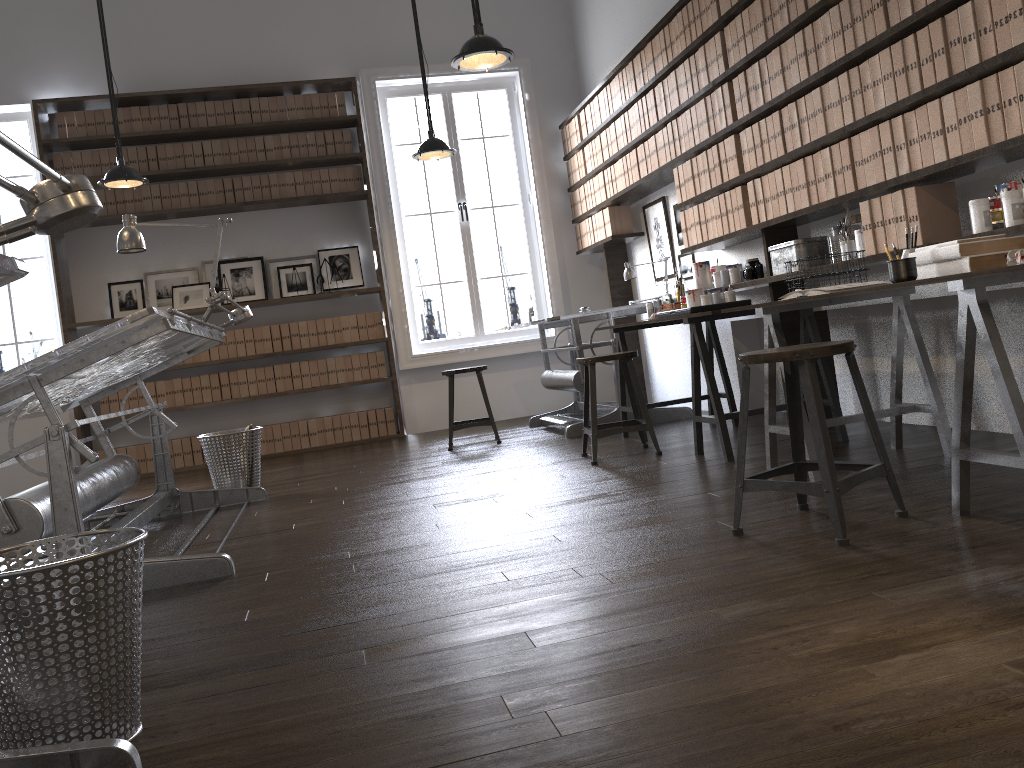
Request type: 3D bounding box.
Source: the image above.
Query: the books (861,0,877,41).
[{"bbox_3d":[1.473,-1.455,3.473,0.175,0.225,0.066,-8,0,-12],"label":"books"}]

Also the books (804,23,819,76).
[{"bbox_3d":[1.387,-1.461,3.877,0.175,0.226,0.066,-8,0,-12],"label":"books"}]

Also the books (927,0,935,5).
[{"bbox_3d":[1.546,-1.448,3.119,0.175,0.226,0.066,-8,0,-12],"label":"books"}]

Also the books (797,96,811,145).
[{"bbox_3d":[1.398,-1.189,4.008,0.174,0.226,0.066,-8,0,-12],"label":"books"}]

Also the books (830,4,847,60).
[{"bbox_3d":[1.425,-1.457,3.668,0.175,0.226,0.066,-8,0,-12],"label":"books"}]

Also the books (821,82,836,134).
[{"bbox_3d":[1.439,-1.186,3.807,0.175,0.225,0.066,-8,0,-12],"label":"books"}]

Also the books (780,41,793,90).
[{"bbox_3d":[1.345,-1.465,4.078,0.175,0.225,0.066,-8,0,-12],"label":"books"}]

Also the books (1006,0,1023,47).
[{"bbox_3d":[1.651,-1.167,2.771,0.175,0.226,0.067,-8,0,-12],"label":"books"}]

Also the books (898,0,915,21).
[{"bbox_3d":[1.513,-1.450,3.257,0.174,0.226,0.066,-8,0,-12],"label":"books"}]

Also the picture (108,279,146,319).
[{"bbox_3d":[-3.097,-0.673,7.133,0.267,0.315,0.058,-8,0,-12],"label":"picture"}]

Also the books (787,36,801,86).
[{"bbox_3d":[1.356,-1.464,4.016,0.175,0.225,0.066,-8,0,-12],"label":"books"}]

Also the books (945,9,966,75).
[{"bbox_3d":[1.600,-1.173,3.046,0.175,0.226,0.066,-8,0,-12],"label":"books"}]

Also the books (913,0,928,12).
[{"bbox_3d":[1.532,-1.450,3.188,0.174,0.226,0.066,-8,0,-12],"label":"books"}]

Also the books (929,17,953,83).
[{"bbox_3d":[1.579,-1.173,3.119,0.175,0.226,0.067,-8,0,-12],"label":"books"}]

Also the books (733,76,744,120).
[{"bbox_3d":[1.245,-1.473,4.564,0.175,0.225,0.066,-8,0,-12],"label":"books"}]

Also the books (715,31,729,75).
[{"bbox_3d":[1.178,-1.747,4.678,0.175,0.226,0.067,-8,0,-12],"label":"books"}]

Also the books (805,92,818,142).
[{"bbox_3d":[1.413,-1.188,3.939,0.175,0.226,0.066,-8,0,-12],"label":"books"}]

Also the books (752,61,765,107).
[{"bbox_3d":[1.285,-1.469,4.347,0.174,0.226,0.066,-8,0,-12],"label":"books"}]

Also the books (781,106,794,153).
[{"bbox_3d":[1.370,-1.192,4.147,0.175,0.226,0.066,-8,0,-12],"label":"books"}]

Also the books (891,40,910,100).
[{"bbox_3d":[1.534,-1.176,3.327,0.175,0.226,0.067,-8,0,-12],"label":"books"}]

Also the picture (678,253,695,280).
[{"bbox_3d":[1.200,-0.804,6.041,0.023,0.183,0.251,-8,2,-12],"label":"picture"}]

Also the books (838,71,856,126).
[{"bbox_3d":[1.463,-1.183,3.674,0.175,0.226,0.067,-8,0,-12],"label":"books"}]

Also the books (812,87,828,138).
[{"bbox_3d":[1.421,-1.186,3.872,0.175,0.226,0.067,-8,0,-12],"label":"books"}]

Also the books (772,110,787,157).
[{"bbox_3d":[1.349,-1.192,4.219,0.175,0.226,0.067,-8,0,-12],"label":"books"}]

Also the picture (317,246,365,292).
[{"bbox_3d":[-1.439,-0.972,7.442,0.343,0.364,0.160,-8,0,-12],"label":"picture"}]

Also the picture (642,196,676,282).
[{"bbox_3d":[1.075,-1.043,6.439,0.040,0.575,0.414,-8,1,-12],"label":"picture"}]

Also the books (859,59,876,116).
[{"bbox_3d":[1.497,-1.181,3.538,0.174,0.226,0.066,-8,0,-12],"label":"books"}]

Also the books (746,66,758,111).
[{"bbox_3d":[1.275,-1.471,4.418,0.175,0.226,0.066,-8,0,-12],"label":"books"}]

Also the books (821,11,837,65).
[{"bbox_3d":[1.414,-1.459,3.740,0.174,0.226,0.066,-8,0,-12],"label":"books"}]

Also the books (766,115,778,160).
[{"bbox_3d":[1.339,-1.194,4.293,0.175,0.225,0.066,-8,0,-12],"label":"books"}]

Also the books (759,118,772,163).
[{"bbox_3d":[1.323,-1.195,4.356,0.175,0.225,0.066,-8,0,-12],"label":"books"}]

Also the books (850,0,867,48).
[{"bbox_3d":[1.457,-1.455,3.536,0.175,0.225,0.066,-8,0,-12],"label":"books"}]

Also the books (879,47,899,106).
[{"bbox_3d":[1.519,-1.178,3.398,0.175,0.226,0.066,-8,0,-12],"label":"books"}]

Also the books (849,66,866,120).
[{"bbox_3d":[1.481,-1.182,3.606,0.175,0.226,0.066,-8,0,-12],"label":"books"}]

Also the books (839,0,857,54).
[{"bbox_3d":[1.440,-1.456,3.598,0.175,0.226,0.067,-8,0,-12],"label":"books"}]

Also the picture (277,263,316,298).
[{"bbox_3d":[-1.788,-0.850,7.352,0.290,0.290,0.127,-8,0,-12],"label":"picture"}]

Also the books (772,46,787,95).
[{"bbox_3d":[1.327,-1.465,4.142,0.175,0.226,0.067,-8,0,-12],"label":"books"}]

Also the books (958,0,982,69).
[{"bbox_3d":[1.610,-1.171,2.976,0.174,0.226,0.066,-8,0,-12],"label":"books"}]

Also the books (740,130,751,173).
[{"bbox_3d":[1.280,-1.198,4.560,0.174,0.226,0.066,-8,0,-12],"label":"books"}]

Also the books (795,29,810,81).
[{"bbox_3d":[1.369,-1.462,3.945,0.175,0.226,0.067,-8,0,-12],"label":"books"}]

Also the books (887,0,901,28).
[{"bbox_3d":[1.503,-1.452,3.327,0.175,0.226,0.066,-8,0,-12],"label":"books"}]

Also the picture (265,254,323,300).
[{"bbox_3d":[-1.813,-0.883,7.390,0.434,0.361,0.095,-8,0,-12],"label":"picture"}]

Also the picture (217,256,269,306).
[{"bbox_3d":[-2.207,-0.840,7.256,0.374,0.391,0.148,-8,0,-12],"label":"picture"}]

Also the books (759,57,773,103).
[{"bbox_3d":[1.304,-1.469,4.279,0.174,0.226,0.066,-8,0,-12],"label":"books"}]

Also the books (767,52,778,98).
[{"bbox_3d":[1.318,-1.467,4.209,0.175,0.226,0.066,-8,0,-12],"label":"books"}]

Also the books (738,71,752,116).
[{"bbox_3d":[1.255,-1.472,4.490,0.175,0.226,0.067,-8,0,-12],"label":"books"}]

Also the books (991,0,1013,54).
[{"bbox_3d":[1.643,-1.169,2.838,0.175,0.226,0.066,-8,0,-12],"label":"books"}]

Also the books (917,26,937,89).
[{"bbox_3d":[1.569,-1.175,3.192,0.175,0.225,0.066,-8,0,-12],"label":"books"}]

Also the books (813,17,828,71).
[{"bbox_3d":[1.403,-1.461,3.809,0.174,0.226,0.066,-8,0,-12],"label":"books"}]

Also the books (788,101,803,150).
[{"bbox_3d":[1.380,-1.190,4.077,0.174,0.226,0.066,-8,0,-12],"label":"books"}]

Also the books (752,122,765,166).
[{"bbox_3d":[1.306,-1.195,4.418,0.175,0.226,0.067,-8,0,-12],"label":"books"}]

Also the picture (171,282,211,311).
[{"bbox_3d":[-2.584,-0.698,7.145,0.300,0.229,0.144,-8,1,-12],"label":"picture"}]

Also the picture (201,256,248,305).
[{"bbox_3d":[-2.340,-0.830,7.281,0.370,0.406,0.091,-8,0,-12],"label":"picture"}]

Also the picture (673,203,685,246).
[{"bbox_3d":[1.163,-1.095,6.033,0.022,0.284,0.201,-8,1,-12],"label":"picture"}]

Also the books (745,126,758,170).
[{"bbox_3d":[1.291,-1.197,4.488,0.175,0.226,0.066,-8,0,-12],"label":"books"}]

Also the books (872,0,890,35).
[{"bbox_3d":[1.483,-1.453,3.399,0.175,0.226,0.067,-8,0,-12],"label":"books"}]

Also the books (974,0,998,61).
[{"bbox_3d":[1.628,-1.170,2.907,0.174,0.226,0.066,-8,0,-12],"label":"books"}]

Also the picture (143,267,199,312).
[{"bbox_3d":[-2.753,-0.748,7.188,0.416,0.365,0.083,-8,0,-12],"label":"picture"}]

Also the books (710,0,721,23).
[{"bbox_3d":[1.141,-2.022,4.672,0.175,0.226,0.066,-8,0,-12],"label":"books"}]
